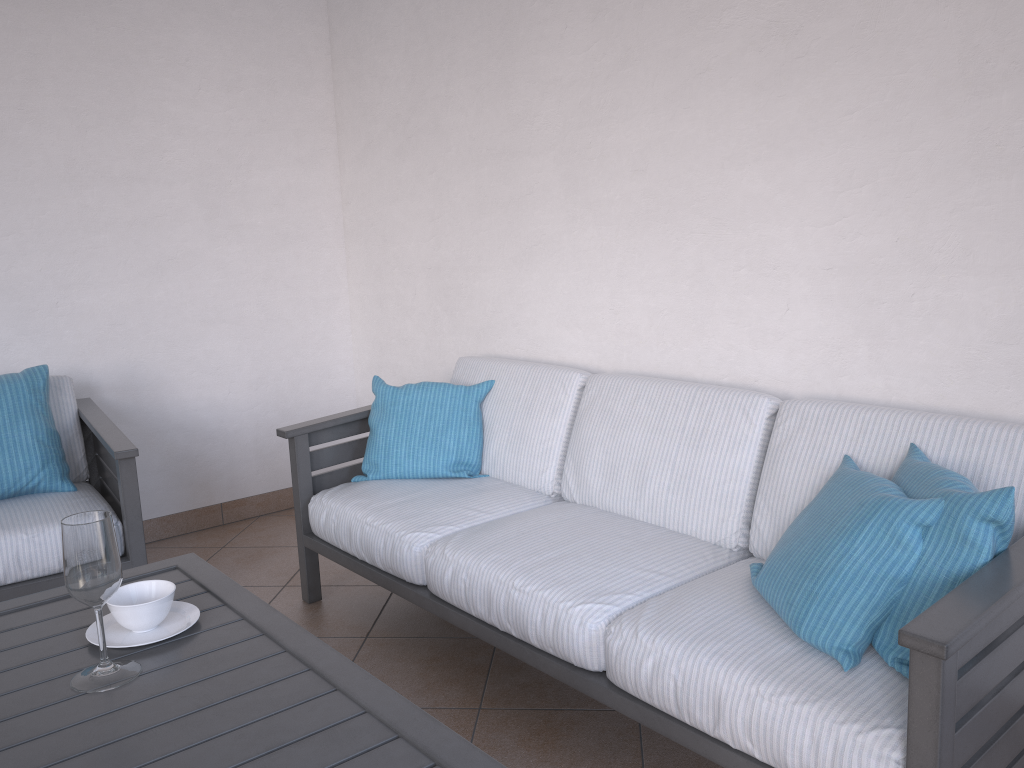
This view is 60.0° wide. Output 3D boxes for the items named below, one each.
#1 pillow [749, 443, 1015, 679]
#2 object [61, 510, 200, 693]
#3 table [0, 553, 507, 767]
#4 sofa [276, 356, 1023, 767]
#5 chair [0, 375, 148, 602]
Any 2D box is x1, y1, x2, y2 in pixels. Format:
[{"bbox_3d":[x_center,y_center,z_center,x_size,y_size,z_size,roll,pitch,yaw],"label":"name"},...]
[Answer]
[{"bbox_3d":[0.685,0.322,1.713,0.377,0.370,0.543,-2,10,1],"label":"pillow"},{"bbox_3d":[-0.722,0.342,1.610,0.203,0.284,0.337,-1,10,11],"label":"object"},{"bbox_3d":[-0.621,0.745,1.443,0.710,0.473,1.260,-10,12,-38],"label":"table"},{"bbox_3d":[0.238,0.407,2.344,0.807,0.765,2.161,-10,12,-38],"label":"sofa"},{"bbox_3d":[-1.678,0.410,2.832,0.797,0.765,0.807,-9,11,-33],"label":"chair"}]
